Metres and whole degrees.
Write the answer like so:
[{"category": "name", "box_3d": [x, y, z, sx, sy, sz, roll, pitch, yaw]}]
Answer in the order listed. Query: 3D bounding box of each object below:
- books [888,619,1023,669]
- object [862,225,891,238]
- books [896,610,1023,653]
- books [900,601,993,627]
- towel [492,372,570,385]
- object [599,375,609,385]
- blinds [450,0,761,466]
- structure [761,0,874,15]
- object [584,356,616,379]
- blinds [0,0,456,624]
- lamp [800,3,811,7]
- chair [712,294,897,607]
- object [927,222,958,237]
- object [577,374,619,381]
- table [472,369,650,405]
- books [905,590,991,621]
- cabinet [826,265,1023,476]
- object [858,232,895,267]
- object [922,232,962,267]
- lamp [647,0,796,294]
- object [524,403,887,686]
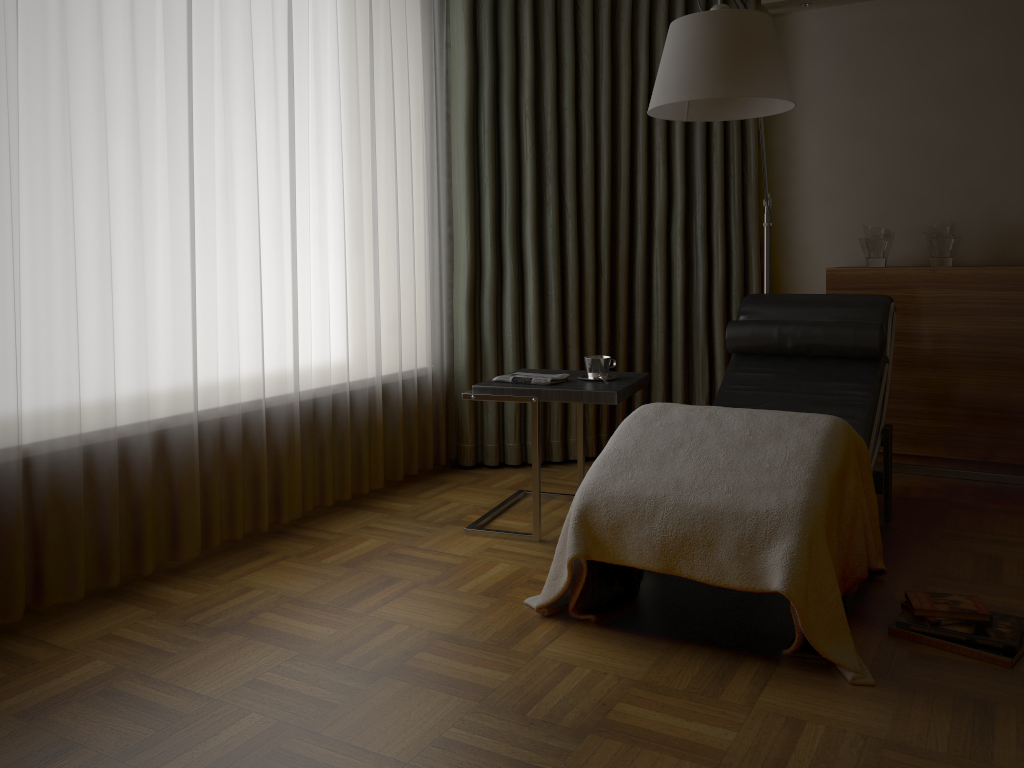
[{"category": "books", "box_3d": [1.114, 0.620, 2.193, 0.281, 0.022, 0.201, 7, 11, 44]}, {"category": "object", "box_3d": [1.653, -0.647, 4.006, 0.122, 0.149, 0.123, 0, 5, 12]}, {"category": "books", "box_3d": [1.121, 0.597, 2.207, 0.265, 0.020, 0.190, 5, 10, 34]}, {"category": "books", "box_3d": [1.096, 0.574, 2.233, 0.173, 0.018, 0.124, -2, 8, -11]}, {"category": "towel", "box_3d": [0.075, -0.020, 3.157, 0.241, 0.035, 0.180, 4, 9, 33]}, {"category": "object", "box_3d": [0.323, -0.015, 3.086, 0.029, 0.019, 0.124, -1, 8, -1]}, {"category": "blinds", "box_3d": [0.469, -0.884, 4.170, 1.533, 2.440, 0.225, -2, 3, -15]}, {"category": "structure", "box_3d": [2.211, -1.846, 3.823, 2.181, 0.129, 0.275, 4, 8, 30]}, {"category": "object", "box_3d": [0.312, -0.059, 3.191, 0.098, 0.078, 0.111, 3, 7, 31]}, {"category": "blinds", "box_3d": [-0.814, -0.652, 3.083, 0.092, 2.278, 2.209, 1, 5, 30]}, {"category": "lamp", "box_3d": [1.899, -1.812, 3.993, 1.159, 0.028, 0.050, 4, 8, 30]}, {"category": "chair", "box_3d": [0.858, 0.130, 2.926, 0.636, 0.792, 1.800, 2, 8, 30]}, {"category": "object", "box_3d": [1.885, -0.631, 3.873, 0.122, 0.149, 0.123, 0, 5, 9]}, {"category": "object", "box_3d": [0.309, -0.022, 3.187, 0.150, 0.009, 0.151, 5, 10, 35]}, {"category": "table", "box_3d": [0.191, 0.004, 3.205, 0.518, 0.045, 0.503, 2, 9, 21]}, {"category": "books", "box_3d": [1.094, 0.557, 2.225, 0.173, 0.018, 0.124, 1, 8, 14]}, {"category": "cabinet", "box_3d": [2.243, -0.070, 3.750, 1.676, 0.857, 0.418, 3, 5, 30]}, {"category": "object", "box_3d": [1.653, -0.608, 4.008, 0.156, 0.153, 0.156, -2, 6, -13]}, {"category": "object", "box_3d": [1.886, -0.593, 3.875, 0.155, 0.153, 0.157, 1, 6, 20]}, {"category": "lamp", "box_3d": [0.922, -0.449, 3.182, 0.452, 1.956, 1.422, 1, 5, 33]}, {"category": "object", "box_3d": [0.584, 0.345, 2.484, 0.918, 0.517, 0.914, 3, 8, 30]}]
